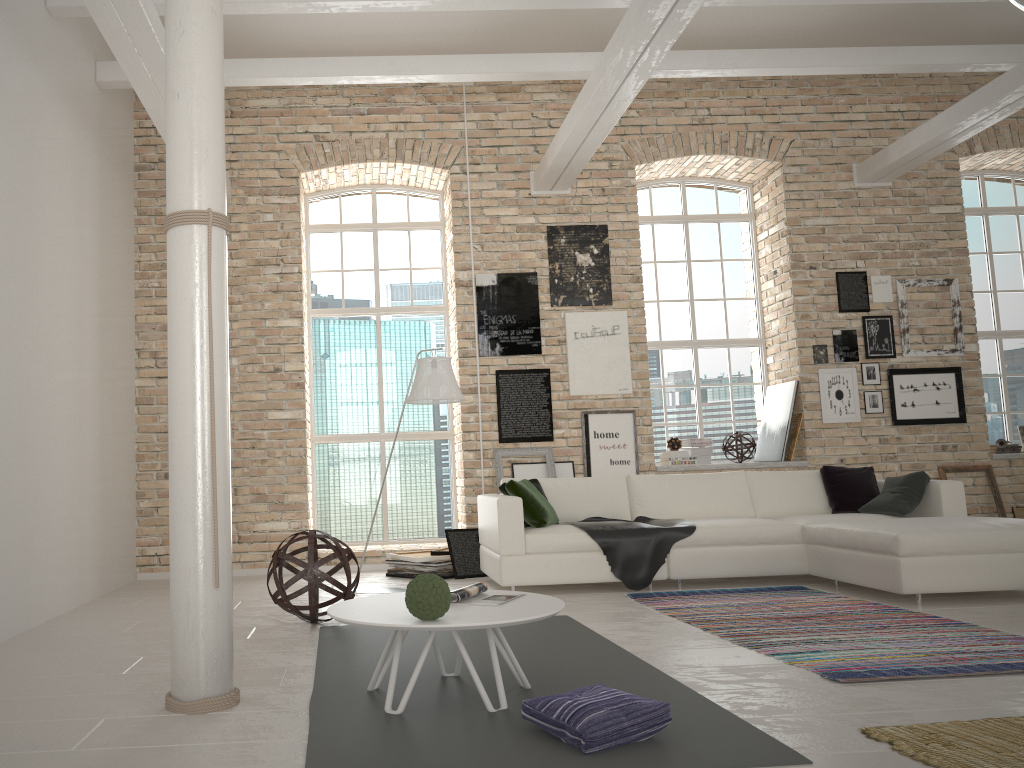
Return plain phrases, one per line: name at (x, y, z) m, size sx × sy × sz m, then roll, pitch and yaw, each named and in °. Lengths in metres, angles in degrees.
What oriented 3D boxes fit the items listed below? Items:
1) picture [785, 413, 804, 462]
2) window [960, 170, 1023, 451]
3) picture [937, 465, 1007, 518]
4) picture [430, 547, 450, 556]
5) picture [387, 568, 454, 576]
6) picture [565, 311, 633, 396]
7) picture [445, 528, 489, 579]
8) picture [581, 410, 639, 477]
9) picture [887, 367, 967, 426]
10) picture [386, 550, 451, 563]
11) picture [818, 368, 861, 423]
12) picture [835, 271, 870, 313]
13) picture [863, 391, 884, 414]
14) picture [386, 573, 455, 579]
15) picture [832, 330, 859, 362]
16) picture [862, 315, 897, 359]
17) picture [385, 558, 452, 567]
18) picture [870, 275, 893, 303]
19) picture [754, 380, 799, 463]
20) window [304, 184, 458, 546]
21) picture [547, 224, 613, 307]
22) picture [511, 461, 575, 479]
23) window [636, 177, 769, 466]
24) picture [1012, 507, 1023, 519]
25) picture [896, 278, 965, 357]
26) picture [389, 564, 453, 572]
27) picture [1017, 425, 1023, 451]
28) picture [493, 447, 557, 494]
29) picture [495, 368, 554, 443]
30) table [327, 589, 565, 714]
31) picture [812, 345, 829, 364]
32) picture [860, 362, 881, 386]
picture at (2.630, 0.515, 8.477) m, size 0.171 × 0.461 × 0.367 m, roll -2°, pitch -6°, yaw -9°
window at (5.981, -1.355, 3.651) m, size 1.411 × 2.991 × 11.564 m, roll -2°, pitch -6°, yaw -10°
picture at (4.273, 1.126, 8.210) m, size 0.503 × 0.749 × 0.223 m, roll -2°, pitch -6°, yaw -3°
picture at (-0.491, 1.428, 7.640) m, size 0.304 × 0.048 × 0.367 m, roll -4°, pitch -6°, yaw 21°
picture at (-0.608, 1.568, 7.637) m, size 0.624 × 0.048 × 0.735 m, roll -5°, pitch -6°, yaw 30°
picture at (0.809, -0.289, 8.349) m, size 0.586 × 0.785 × 0.037 m, roll -2°, pitch -6°, yaw -2°
picture at (-0.365, 1.395, 7.333) m, size 0.313 × 0.405 × 0.202 m, roll 0°, pitch -7°, yaw -26°
picture at (0.912, 0.623, 8.253) m, size 0.515 × 0.757 × 0.012 m, roll -2°, pitch -6°, yaw -2°
picture at (3.908, 0.115, 8.407) m, size 0.710 × 0.536 × 0.031 m, roll -2°, pitch -6°, yaw -2°
picture at (-0.597, 1.450, 7.608) m, size 0.741 × 0.048 × 0.619 m, roll 1°, pitch -6°, yaw -28°
picture at (3.080, 0.108, 8.382) m, size 0.364 × 0.514 × 0.013 m, roll -2°, pitch -6°, yaw -2°
picture at (3.248, -0.877, 8.496) m, size 0.294 × 0.394 × 0.018 m, roll -2°, pitch -6°, yaw -2°
picture at (3.403, 0.172, 8.391) m, size 0.175 × 0.213 × 0.011 m, roll -2°, pitch -6°, yaw -2°
picture at (-0.592, 1.601, 7.600) m, size 0.628 × 0.048 × 0.732 m, roll -8°, pitch -8°, yaw 44°
picture at (3.159, -0.361, 8.438) m, size 0.228 × 0.307 × 0.014 m, roll -2°, pitch -6°, yaw -2°
picture at (3.482, -0.445, 8.452) m, size 0.290 × 0.410 × 0.010 m, roll -2°, pitch -6°, yaw -2°
picture at (-0.601, 1.490, 7.631) m, size 0.628 × 0.048 × 0.730 m, roll -7°, pitch -8°, yaw 42°
picture at (3.530, -0.906, 8.512) m, size 0.193 × 0.259 × 0.012 m, roll -2°, pitch -6°, yaw -2°
picture at (2.565, 0.375, 8.648) m, size 0.242 × 0.764 × 0.594 m, roll -2°, pitch -6°, yaw -9°
window at (-0.372, -0.817, 3.378) m, size 1.410 × 3.659 × 11.564 m, roll -2°, pitch -6°, yaw -10°
picture at (0.637, -1.122, 8.453) m, size 0.585 × 0.784 × 0.037 m, roll -2°, pitch -6°, yaw -2°
picture at (0.304, 0.996, 8.128) m, size 0.572 × 0.569 × 0.147 m, roll -2°, pitch -6°, yaw -3°
window at (2.811, -1.252, 3.533) m, size 1.411 × 2.991 × 11.564 m, roll -2°, pitch -6°, yaw -10°
picture at (4.821, 1.317, 8.287) m, size 0.266 × 0.351 × 0.096 m, roll -2°, pitch -6°, yaw -3°
picture at (3.982, -0.632, 8.489) m, size 0.600 × 0.750 × 0.025 m, roll -2°, pitch -6°, yaw -2°
picture at (-0.571, 1.527, 7.624) m, size 0.734 × 0.048 × 0.625 m, roll 2°, pitch -7°, yaw -36°
picture at (5.371, 0.562, 9.074) m, size 0.390 × 0.293 × 0.068 m, roll -2°, pitch -6°, yaw -2°
picture at (0.135, 0.866, 8.069) m, size 0.541 × 0.583 × 0.285 m, roll -2°, pitch -6°, yaw -4°
picture at (0.114, 0.203, 8.292) m, size 0.508 × 0.681 × 0.065 m, roll -2°, pitch -6°, yaw -2°
table at (-0.250, 1.022, 3.421) m, size 0.933 × 0.342 × 0.889 m, roll -3°, pitch -6°, yaw 8°
picture at (2.914, -0.281, 8.422) m, size 0.135 × 0.179 × 0.008 m, roll -3°, pitch -6°, yaw 3°
picture at (3.390, -0.095, 8.419) m, size 0.175 × 0.213 × 0.011 m, roll -2°, pitch -6°, yaw -2°
